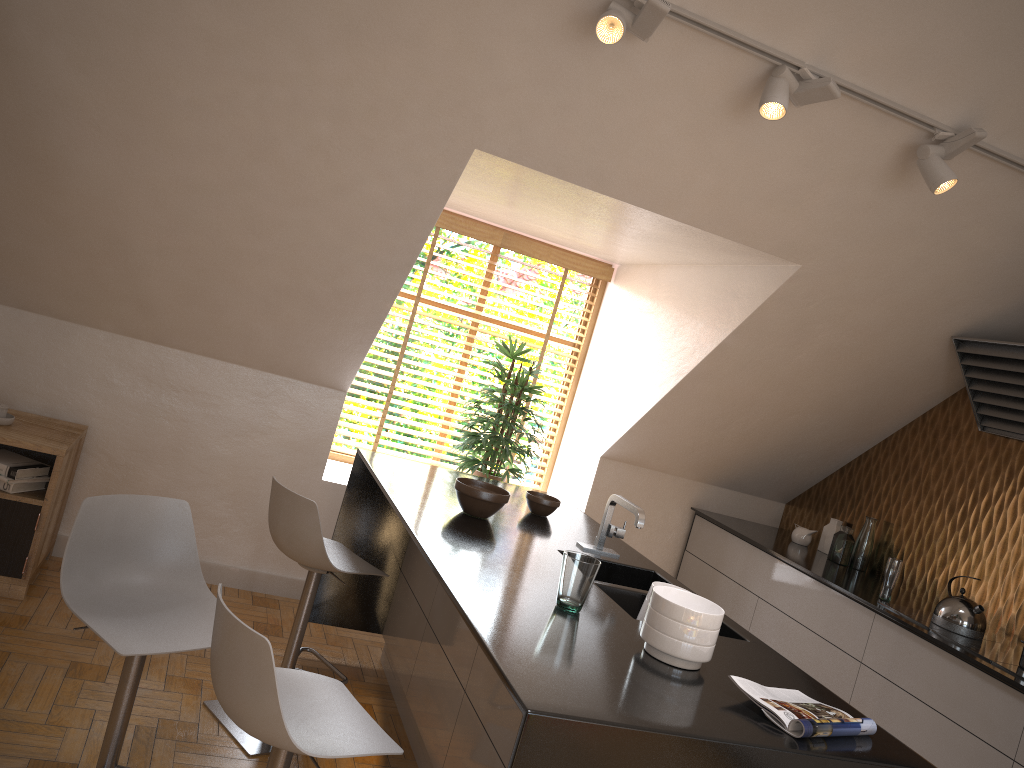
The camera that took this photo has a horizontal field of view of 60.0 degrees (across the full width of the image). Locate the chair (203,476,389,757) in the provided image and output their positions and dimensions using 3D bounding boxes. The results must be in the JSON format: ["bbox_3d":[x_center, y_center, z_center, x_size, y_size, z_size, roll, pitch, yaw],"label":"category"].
[{"bbox_3d":[-0.750,0.802,3.175,0.427,0.866,0.406,15,1,-45],"label":"chair"}]

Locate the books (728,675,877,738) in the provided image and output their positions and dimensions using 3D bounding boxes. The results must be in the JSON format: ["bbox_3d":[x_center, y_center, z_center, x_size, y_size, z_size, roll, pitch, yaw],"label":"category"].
[{"bbox_3d":[0.660,0.738,2.029,0.280,0.044,0.223,14,3,-36],"label":"books"}]

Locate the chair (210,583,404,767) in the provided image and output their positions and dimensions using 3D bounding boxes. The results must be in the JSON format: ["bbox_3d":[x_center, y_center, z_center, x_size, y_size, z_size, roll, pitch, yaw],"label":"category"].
[{"bbox_3d":[-0.546,0.918,1.958,0.427,0.866,0.406,16,1,-38],"label":"chair"}]

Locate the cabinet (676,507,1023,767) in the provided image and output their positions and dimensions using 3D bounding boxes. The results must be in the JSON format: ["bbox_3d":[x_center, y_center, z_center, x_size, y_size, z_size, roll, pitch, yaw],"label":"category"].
[{"bbox_3d":[1.712,1.203,3.746,0.622,0.915,3.104,16,2,-18],"label":"cabinet"}]

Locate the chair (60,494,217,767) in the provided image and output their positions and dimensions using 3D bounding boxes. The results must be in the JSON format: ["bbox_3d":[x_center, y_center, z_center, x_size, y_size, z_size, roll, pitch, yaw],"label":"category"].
[{"bbox_3d":[-1.001,0.772,2.297,0.432,0.871,0.401,17,1,40],"label":"chair"}]

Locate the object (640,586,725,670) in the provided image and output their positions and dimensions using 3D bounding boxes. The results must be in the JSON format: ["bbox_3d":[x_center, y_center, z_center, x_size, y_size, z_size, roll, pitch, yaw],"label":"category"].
[{"bbox_3d":[0.416,0.603,2.189,0.180,0.147,0.182,15,2,-21],"label":"object"}]

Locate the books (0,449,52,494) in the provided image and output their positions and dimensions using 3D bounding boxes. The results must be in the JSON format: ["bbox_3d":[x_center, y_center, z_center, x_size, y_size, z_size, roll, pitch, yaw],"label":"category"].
[{"bbox_3d":[-2.089,0.358,3.667,0.279,0.101,0.220,17,2,19],"label":"books"}]

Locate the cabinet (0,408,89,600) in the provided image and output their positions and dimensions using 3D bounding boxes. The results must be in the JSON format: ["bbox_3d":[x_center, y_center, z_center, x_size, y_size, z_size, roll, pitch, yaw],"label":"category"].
[{"bbox_3d":[-2.776,0.320,3.573,1.752,0.634,0.599,15,2,-18],"label":"cabinet"}]

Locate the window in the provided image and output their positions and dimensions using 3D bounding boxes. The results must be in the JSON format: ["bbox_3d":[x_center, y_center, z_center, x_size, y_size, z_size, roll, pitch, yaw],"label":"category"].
[{"bbox_3d":[-0.812,-0.958,0.567,7.757,4.464,8.667,15,2,-18],"label":"window"}]

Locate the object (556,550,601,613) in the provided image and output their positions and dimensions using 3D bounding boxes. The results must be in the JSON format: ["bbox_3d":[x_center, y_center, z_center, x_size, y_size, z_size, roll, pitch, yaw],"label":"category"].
[{"bbox_3d":[0.168,0.528,2.354,0.103,0.141,0.104,16,1,-28],"label":"object"}]

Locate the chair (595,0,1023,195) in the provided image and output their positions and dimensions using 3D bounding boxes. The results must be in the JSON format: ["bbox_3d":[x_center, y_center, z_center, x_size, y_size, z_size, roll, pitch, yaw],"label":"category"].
[{"bbox_3d":[0.914,0.419,0.966,3.478,2.685,4.035,16,2,-18],"label":"chair"}]

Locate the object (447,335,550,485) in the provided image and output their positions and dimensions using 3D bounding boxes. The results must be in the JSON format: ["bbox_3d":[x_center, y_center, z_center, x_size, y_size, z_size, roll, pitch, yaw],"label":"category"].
[{"bbox_3d":[-0.042,0.223,4.969,0.515,0.976,0.557,16,1,-23],"label":"object"}]

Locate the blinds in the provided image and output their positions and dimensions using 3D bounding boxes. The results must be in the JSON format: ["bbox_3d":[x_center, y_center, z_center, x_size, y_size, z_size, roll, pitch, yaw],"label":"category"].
[{"bbox_3d":[-0.242,-0.178,5.244,1.425,1.484,0.070,16,0,-18],"label":"blinds"}]

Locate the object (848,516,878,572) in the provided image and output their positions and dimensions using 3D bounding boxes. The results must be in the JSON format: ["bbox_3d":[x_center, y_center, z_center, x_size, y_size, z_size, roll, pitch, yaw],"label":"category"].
[{"bbox_3d":[1.813,0.819,4.556,0.088,0.273,0.089,16,1,-41],"label":"object"}]

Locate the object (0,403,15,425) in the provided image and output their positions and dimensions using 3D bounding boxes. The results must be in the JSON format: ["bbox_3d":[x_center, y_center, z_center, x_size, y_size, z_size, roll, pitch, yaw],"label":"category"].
[{"bbox_3d":[-2.294,0.065,3.708,0.425,0.114,0.148,16,2,-3],"label":"object"}]

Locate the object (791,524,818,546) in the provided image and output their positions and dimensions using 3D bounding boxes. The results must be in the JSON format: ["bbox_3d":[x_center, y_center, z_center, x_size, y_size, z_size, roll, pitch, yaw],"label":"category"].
[{"bbox_3d":[1.599,0.829,4.872,0.107,0.106,0.178,16,2,8],"label":"object"}]

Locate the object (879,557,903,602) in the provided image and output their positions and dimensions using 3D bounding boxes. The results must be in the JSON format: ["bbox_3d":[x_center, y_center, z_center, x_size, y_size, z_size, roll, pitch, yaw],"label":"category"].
[{"bbox_3d":[1.645,0.849,3.854,0.061,0.184,0.062,16,1,-28],"label":"object"}]

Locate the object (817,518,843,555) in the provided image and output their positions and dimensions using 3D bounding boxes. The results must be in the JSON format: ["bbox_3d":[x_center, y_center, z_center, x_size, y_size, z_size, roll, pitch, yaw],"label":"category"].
[{"bbox_3d":[1.734,0.828,4.806,0.068,0.191,0.100,16,1,-18],"label":"object"}]

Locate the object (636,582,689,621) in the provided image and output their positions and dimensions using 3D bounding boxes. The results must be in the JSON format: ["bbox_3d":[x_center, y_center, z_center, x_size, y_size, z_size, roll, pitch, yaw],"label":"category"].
[{"bbox_3d":[0.447,0.718,2.603,0.191,0.232,0.189,17,1,34],"label":"object"}]

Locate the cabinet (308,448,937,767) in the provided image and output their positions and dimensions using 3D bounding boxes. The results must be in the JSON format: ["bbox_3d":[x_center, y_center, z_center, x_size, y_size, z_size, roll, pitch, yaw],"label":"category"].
[{"bbox_3d":[0.032,0.900,2.931,0.996,1.135,2.447,16,2,-18],"label":"cabinet"}]

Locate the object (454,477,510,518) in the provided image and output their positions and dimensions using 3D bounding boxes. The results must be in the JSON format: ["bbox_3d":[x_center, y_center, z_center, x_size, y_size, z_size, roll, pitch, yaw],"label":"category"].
[{"bbox_3d":[-0.118,0.422,3.216,0.207,0.106,0.205,18,3,41],"label":"object"}]

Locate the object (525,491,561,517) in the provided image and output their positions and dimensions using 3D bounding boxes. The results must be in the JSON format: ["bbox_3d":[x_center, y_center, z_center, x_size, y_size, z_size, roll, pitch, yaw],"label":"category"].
[{"bbox_3d":[0.118,0.490,3.584,0.146,0.075,0.145,18,3,41],"label":"object"}]

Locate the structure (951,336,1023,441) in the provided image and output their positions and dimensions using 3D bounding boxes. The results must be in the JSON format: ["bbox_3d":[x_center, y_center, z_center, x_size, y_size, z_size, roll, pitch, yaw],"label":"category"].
[{"bbox_3d":[2.456,-0.273,3.322,0.419,1.175,1.544,16,2,-18],"label":"structure"}]

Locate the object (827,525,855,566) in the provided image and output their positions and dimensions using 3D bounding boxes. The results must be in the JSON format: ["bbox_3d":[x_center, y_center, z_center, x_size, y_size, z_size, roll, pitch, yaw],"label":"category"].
[{"bbox_3d":[1.704,0.830,4.573,0.068,0.191,0.100,16,1,-18],"label":"object"}]
